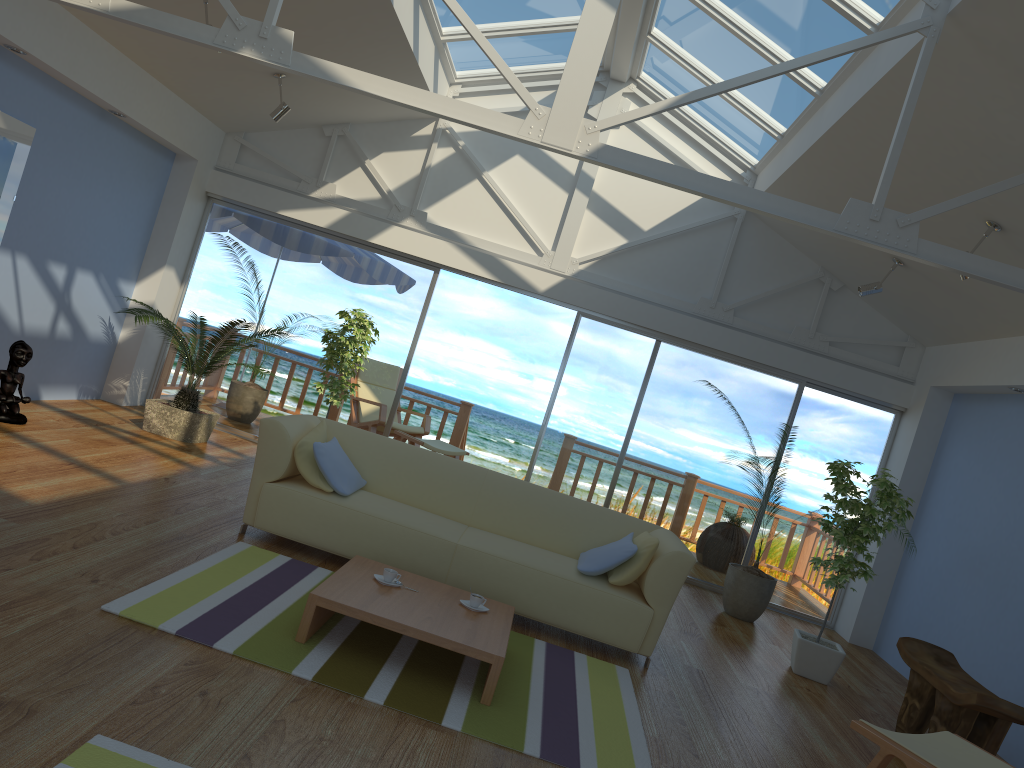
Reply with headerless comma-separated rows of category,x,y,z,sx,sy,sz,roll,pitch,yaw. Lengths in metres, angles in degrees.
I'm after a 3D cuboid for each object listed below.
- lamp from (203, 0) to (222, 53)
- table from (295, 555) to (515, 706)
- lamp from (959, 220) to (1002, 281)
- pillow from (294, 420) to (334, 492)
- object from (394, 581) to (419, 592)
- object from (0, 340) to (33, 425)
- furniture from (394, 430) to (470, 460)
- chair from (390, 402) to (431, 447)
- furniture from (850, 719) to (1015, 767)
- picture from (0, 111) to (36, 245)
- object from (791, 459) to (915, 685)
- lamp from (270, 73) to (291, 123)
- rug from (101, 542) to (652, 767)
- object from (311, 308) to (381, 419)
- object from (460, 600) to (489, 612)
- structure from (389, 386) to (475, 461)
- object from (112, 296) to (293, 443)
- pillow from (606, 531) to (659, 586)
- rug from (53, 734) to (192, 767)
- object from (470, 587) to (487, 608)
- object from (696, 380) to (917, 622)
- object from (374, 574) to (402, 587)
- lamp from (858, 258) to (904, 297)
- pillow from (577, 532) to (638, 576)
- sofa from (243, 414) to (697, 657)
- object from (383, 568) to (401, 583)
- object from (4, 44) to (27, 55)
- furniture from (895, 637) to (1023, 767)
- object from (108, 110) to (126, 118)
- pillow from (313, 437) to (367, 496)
lamp,-1.778,-2.154,5.260,0.254,0.327,0.118,17,1,-15
table,-0.416,1.030,3.832,0.800,0.198,0.800,18,1,3
lamp,2.615,-0.753,5.014,0.195,0.351,0.127,18,1,21
pillow,-1.047,0.401,5.018,0.275,0.312,0.571,18,1,0
object,-0.468,0.897,3.938,0.119,0.021,0.025,17,1,-6
object,-3.219,-0.025,5.733,0.292,0.517,0.291,18,1,38
furniture,-0.828,0.750,8.526,0.619,0.427,0.449,17,1,-42
chair,-1.317,0.299,9.192,0.632,0.982,0.859,17,1,-42
furniture,1.551,1.550,3.225,0.619,0.427,0.449,17,1,-27
picture,-3.247,-1.204,5.013,0.005,0.937,1.419,18,1,3
object,2.095,1.185,5.615,0.699,1.409,0.495,17,1,-44
lamp,-1.737,-2.141,6.655,0.194,0.353,0.125,17,1,-15
rug,-0.449,1.132,3.848,2.100,0.018,1.400,18,1,3
object,-1.436,0.055,7.282,0.495,1.409,0.699,17,1,-24
object,-0.170,0.997,3.975,0.118,0.016,0.118,17,1,-42
structure,-0.178,1.228,9.962,6.950,2.064,4.086,18,1,3
object,-2.574,-0.136,7.036,1.413,1.093,1.488,17,1,-15
pillow,0.654,0.939,4.918,0.201,0.311,0.559,18,1,3
rug,-0.608,1.104,1.479,1.135,0.018,1.702,18,1,3
object,-0.151,0.963,3.979,0.086,0.077,0.062,17,1,-27
object,2.072,1.016,6.783,1.706,1.695,1.563,17,1,-6
object,-0.553,0.876,3.942,0.118,0.016,0.118,17,1,-31
lamp,2.665,-0.764,6.418,0.254,0.327,0.118,18,1,21
pillow,0.525,0.936,4.936,0.272,0.244,0.566,18,1,5
sofa,-0.253,0.812,5.112,2.448,0.597,0.950,18,1,3
object,-0.541,0.855,3.947,0.062,0.049,0.078,18,1,39
object,-2.897,-1.969,5.180,0.122,0.050,0.122,17,1,-14
furniture,2.289,1.728,4.642,0.329,0.507,1.100,18,1,3
object,-2.833,-1.961,6.379,0.122,0.050,0.122,17,1,-14
pillow,-0.967,0.465,5.021,0.272,0.244,0.566,18,1,0
